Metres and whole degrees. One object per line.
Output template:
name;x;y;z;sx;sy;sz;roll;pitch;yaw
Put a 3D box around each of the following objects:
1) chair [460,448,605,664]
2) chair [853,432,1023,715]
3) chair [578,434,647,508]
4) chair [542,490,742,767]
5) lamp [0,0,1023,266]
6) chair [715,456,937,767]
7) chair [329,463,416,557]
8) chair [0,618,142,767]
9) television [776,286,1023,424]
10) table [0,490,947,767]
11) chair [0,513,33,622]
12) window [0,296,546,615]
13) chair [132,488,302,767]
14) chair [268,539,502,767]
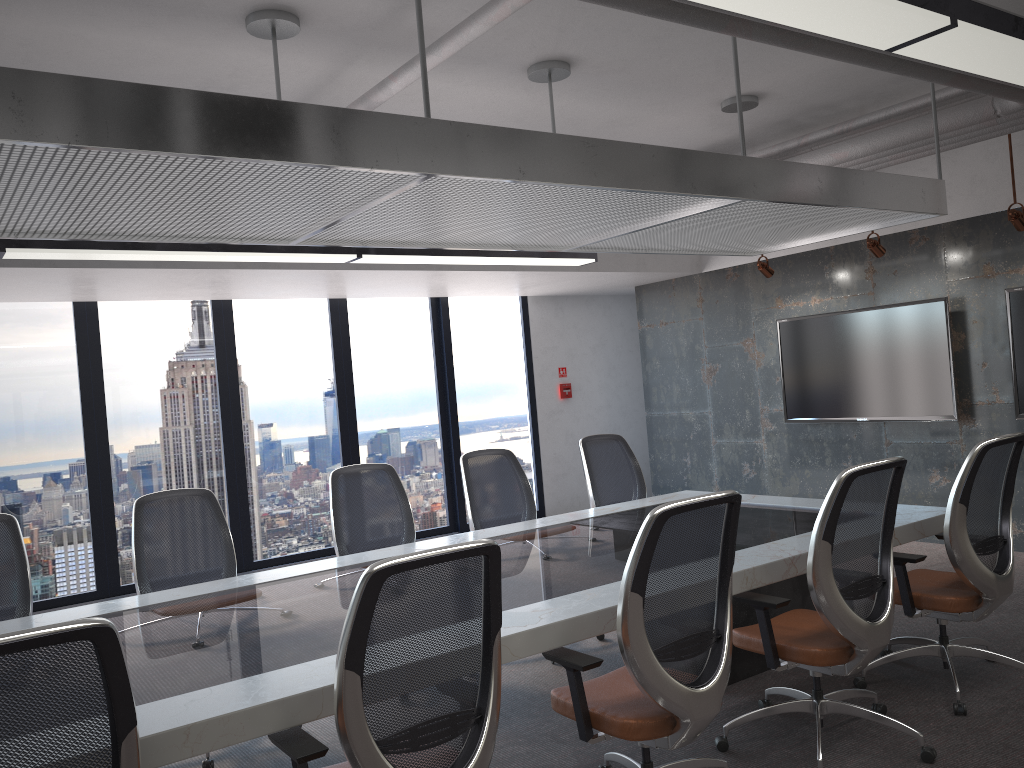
chair;0.089;0.975;5.330;0.828;1.166;0.789;-5;0;19
chair;1.973;0.813;4.111;0.828;1.166;0.789;-5;0;19
chair;0.864;0.912;5.871;0.828;1.166;0.789;-5;0;19
chair;0.423;0.939;3.028;0.828;1.166;0.789;-5;0;19
lamp;-0.775;-1.288;3.589;6.097;0.908;4.126;-5;0;-35
chair;1.198;0.876;3.570;0.828;1.166;0.789;-5;0;19
chair;-0.654;1.036;4.919;0.828;1.166;0.789;-5;0;25
chair;-1.128;1.065;1.946;0.828;1.166;0.789;-5;0;19
television;3.544;-0.209;6.662;0.101;0.960;3.667;-5;0;-35
table;-0.498;1.223;3.638;5.498;0.745;1.898;-5;0;-35
chair;-2.277;1.168;3.760;0.828;1.166;0.789;-5;0;30
window;-3.523;0.512;7.485;9.225;2.670;0.121;-5;0;-35
chair;-1.462;1.101;4.247;0.828;1.166;0.789;-5;0;19
chair;-0.353;1.002;2.487;0.828;1.166;0.789;-5;0;19
